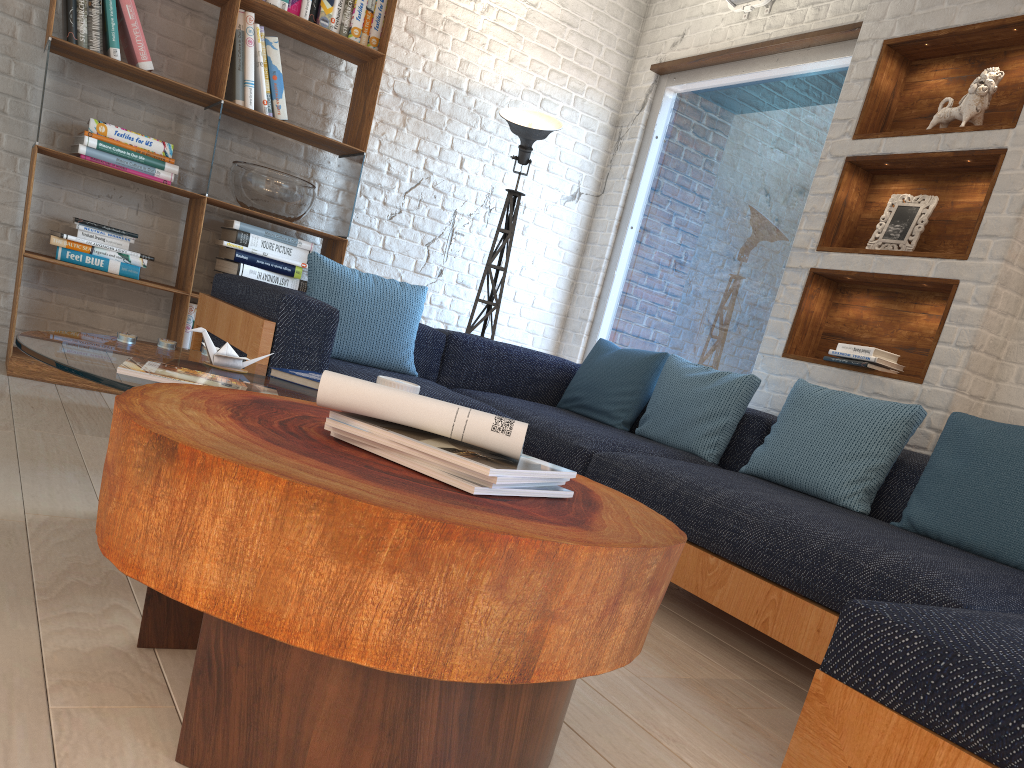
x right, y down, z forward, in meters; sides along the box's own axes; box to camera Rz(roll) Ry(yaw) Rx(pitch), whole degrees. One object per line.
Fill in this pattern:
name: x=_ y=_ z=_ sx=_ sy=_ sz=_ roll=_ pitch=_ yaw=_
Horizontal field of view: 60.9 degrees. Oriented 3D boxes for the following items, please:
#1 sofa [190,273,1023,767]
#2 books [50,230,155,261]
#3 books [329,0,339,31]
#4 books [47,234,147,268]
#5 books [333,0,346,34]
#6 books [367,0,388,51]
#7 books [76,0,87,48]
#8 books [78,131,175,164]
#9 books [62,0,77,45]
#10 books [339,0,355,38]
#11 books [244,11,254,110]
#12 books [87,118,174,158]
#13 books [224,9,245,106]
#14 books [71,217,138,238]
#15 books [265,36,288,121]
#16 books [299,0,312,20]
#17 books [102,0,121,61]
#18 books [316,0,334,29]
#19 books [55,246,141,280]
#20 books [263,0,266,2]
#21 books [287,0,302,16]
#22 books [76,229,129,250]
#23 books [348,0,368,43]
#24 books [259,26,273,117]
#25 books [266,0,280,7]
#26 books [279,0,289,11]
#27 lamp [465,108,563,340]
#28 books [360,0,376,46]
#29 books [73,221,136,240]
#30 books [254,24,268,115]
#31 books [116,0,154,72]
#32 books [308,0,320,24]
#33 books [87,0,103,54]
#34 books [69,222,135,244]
sofa: x=0.496 y=0.361 z=2.597 sx=2.109 sy=0.678 sz=3.800 roll=13 pitch=4 yaw=-32
books: x=-1.802 y=-0.608 z=3.834 sx=0.385 sy=0.019 sz=0.235 roll=13 pitch=4 yaw=-39
books: x=-0.832 y=-1.764 z=3.964 sx=0.021 sy=0.369 sz=0.261 roll=7 pitch=12 yaw=-32
books: x=-1.827 y=-0.586 z=3.840 sx=0.385 sy=0.037 sz=0.235 roll=13 pitch=3 yaw=-32
books: x=-0.811 y=-1.774 z=3.988 sx=0.037 sy=0.394 sz=0.234 roll=7 pitch=12 yaw=-32
books: x=-0.669 y=-1.712 z=4.094 sx=0.056 sy=0.339 sz=0.244 roll=7 pitch=12 yaw=-32
books: x=-1.755 y=-1.554 z=3.533 sx=0.092 sy=0.395 sz=0.234 roll=7 pitch=12 yaw=-32
books: x=-1.671 y=-1.016 z=3.771 sx=0.361 sy=0.021 sz=0.262 roll=13 pitch=3 yaw=-34
books: x=-1.783 y=-1.559 z=3.506 sx=0.092 sy=0.395 sz=0.234 roll=7 pitch=12 yaw=-32
books: x=-0.774 y=-1.764 z=3.997 sx=0.037 sy=0.394 sz=0.234 roll=7 pitch=12 yaw=-32
books: x=-1.194 y=-1.417 z=3.877 sx=0.104 sy=0.394 sz=0.234 roll=7 pitch=12 yaw=-32
books: x=-1.653 y=-1.051 z=3.765 sx=0.331 sy=0.057 sz=0.245 roll=13 pitch=4 yaw=-30
books: x=-1.237 y=-1.429 z=3.876 sx=0.102 sy=0.394 sz=0.234 roll=7 pitch=12 yaw=-32
books: x=-1.786 y=-0.686 z=3.826 sx=0.256 sy=0.017 sz=0.156 roll=13 pitch=3 yaw=-32
books: x=-1.100 y=-1.369 z=3.953 sx=0.160 sy=0.338 sz=0.244 roll=8 pitch=11 yaw=-32
books: x=-0.926 y=-1.799 z=3.887 sx=0.037 sy=0.394 sz=0.234 roll=7 pitch=12 yaw=-32
books: x=-1.660 y=-1.528 z=3.581 sx=0.122 sy=0.392 sz=0.234 roll=7 pitch=12 yaw=-32
books: x=-0.861 y=-1.755 z=3.934 sx=0.056 sy=0.339 sz=0.244 roll=7 pitch=12 yaw=-32
books: x=-1.817 y=-0.536 z=3.854 sx=0.331 sy=0.057 sz=0.245 roll=14 pitch=3 yaw=-22
books: x=-1.089 y=-1.825 z=3.808 sx=0.021 sy=0.369 sz=0.261 roll=7 pitch=12 yaw=-32
books: x=-0.982 y=-1.785 z=3.884 sx=0.056 sy=0.339 sz=0.244 roll=7 pitch=12 yaw=-32
books: x=-1.809 y=-0.638 z=3.847 sx=0.209 sy=0.035 sz=0.127 roll=13 pitch=4 yaw=-32
books: x=-0.739 y=-1.727 z=4.023 sx=0.056 sy=0.339 sz=0.244 roll=7 pitch=12 yaw=-32
books: x=-1.145 y=-1.389 z=3.937 sx=0.126 sy=0.358 sz=0.261 roll=7 pitch=11 yaw=-32
books: x=-1.052 y=-1.801 z=3.818 sx=0.056 sy=0.339 sz=0.244 roll=7 pitch=12 yaw=-32
books: x=-1.008 y=-1.819 z=3.840 sx=0.037 sy=0.394 sz=0.234 roll=7 pitch=12 yaw=-32
lamp: x=0.109 y=-0.453 z=4.555 sx=0.846 sy=1.897 sz=0.502 roll=20 pitch=13 yaw=29
books: x=-0.695 y=-1.746 z=4.048 sx=0.037 sy=0.394 sz=0.234 roll=7 pitch=12 yaw=-32
books: x=-1.798 y=-0.677 z=3.838 sx=0.246 sy=0.008 sz=0.150 roll=13 pitch=3 yaw=-32
books: x=-1.159 y=-1.392 z=3.918 sx=0.126 sy=0.358 sz=0.261 roll=7 pitch=11 yaw=-32
books: x=-1.602 y=-1.484 z=3.657 sx=0.197 sy=0.327 sz=0.244 roll=8 pitch=11 yaw=-32
books: x=-0.900 y=-1.794 z=3.915 sx=0.037 sy=0.394 sz=0.234 roll=7 pitch=12 yaw=-32
books: x=-1.728 y=-1.522 z=3.582 sx=0.103 sy=0.343 sz=0.244 roll=7 pitch=12 yaw=-32
books: x=-1.810 y=-0.666 z=3.843 sx=0.239 sy=0.019 sz=0.164 roll=13 pitch=4 yaw=-39
